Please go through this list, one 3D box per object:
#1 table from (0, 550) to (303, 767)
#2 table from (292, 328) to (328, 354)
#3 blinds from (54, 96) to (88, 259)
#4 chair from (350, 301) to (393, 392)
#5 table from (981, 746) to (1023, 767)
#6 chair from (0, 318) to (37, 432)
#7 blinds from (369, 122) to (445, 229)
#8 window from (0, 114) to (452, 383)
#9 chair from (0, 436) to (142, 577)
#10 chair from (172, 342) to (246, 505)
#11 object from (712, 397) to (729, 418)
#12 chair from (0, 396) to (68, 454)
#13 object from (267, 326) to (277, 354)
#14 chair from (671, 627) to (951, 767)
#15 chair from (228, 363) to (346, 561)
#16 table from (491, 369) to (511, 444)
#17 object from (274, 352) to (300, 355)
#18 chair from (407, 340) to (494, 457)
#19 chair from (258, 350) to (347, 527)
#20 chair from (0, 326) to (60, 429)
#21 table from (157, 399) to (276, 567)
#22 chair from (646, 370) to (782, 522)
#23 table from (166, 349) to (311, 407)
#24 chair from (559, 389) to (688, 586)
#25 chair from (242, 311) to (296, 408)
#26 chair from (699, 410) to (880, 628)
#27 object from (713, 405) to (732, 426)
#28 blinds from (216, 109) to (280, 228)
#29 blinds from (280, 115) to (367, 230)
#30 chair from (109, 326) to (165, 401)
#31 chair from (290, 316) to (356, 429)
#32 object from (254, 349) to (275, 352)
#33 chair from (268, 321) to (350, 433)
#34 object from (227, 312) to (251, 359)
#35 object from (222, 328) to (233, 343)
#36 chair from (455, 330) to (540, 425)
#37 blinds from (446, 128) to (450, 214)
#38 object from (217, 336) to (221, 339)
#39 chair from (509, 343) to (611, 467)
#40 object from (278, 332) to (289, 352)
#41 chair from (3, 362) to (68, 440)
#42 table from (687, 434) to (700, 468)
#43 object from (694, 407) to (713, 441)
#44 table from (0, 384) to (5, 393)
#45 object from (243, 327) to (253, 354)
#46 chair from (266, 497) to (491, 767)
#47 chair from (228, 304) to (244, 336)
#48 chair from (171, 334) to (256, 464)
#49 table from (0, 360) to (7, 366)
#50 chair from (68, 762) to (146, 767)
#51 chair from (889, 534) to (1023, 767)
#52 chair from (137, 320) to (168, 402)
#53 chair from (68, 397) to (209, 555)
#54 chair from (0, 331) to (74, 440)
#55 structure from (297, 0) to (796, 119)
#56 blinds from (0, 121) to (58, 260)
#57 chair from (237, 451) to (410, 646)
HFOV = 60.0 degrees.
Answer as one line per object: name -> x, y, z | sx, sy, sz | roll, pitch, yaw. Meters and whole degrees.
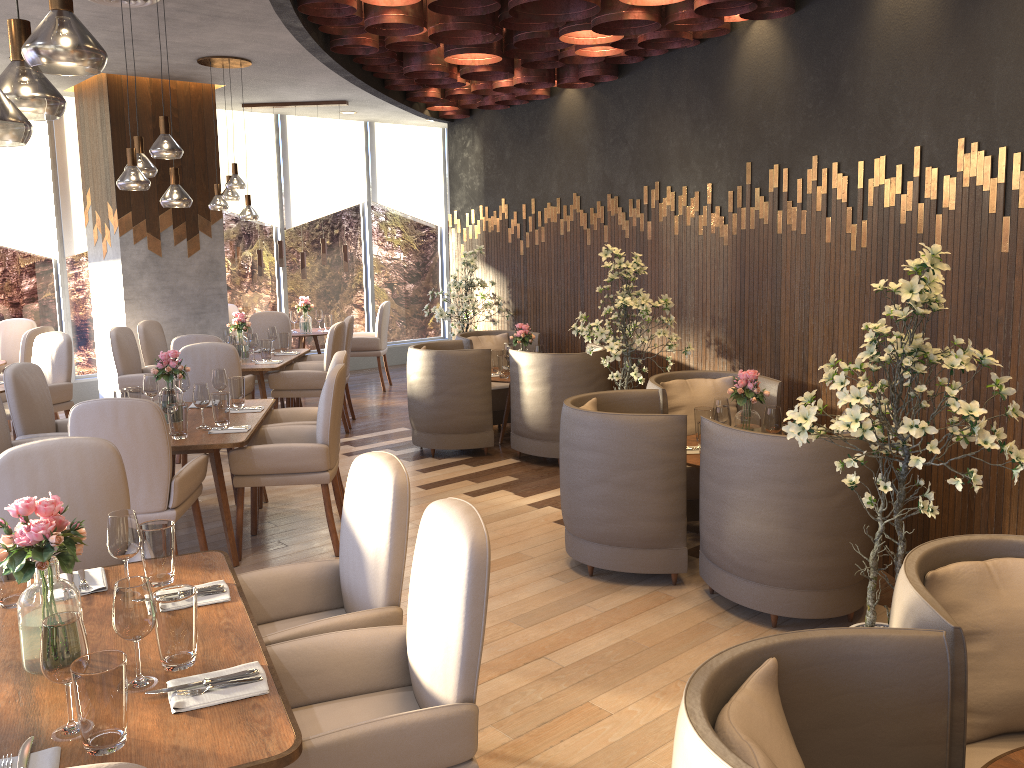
table -> -1.099, 0.996, 2.161 | 0.965, 0.663, 1.311 | -5, 10, -24
table -> -2.339, -0.270, 10.157 | 0.835, 0.659, 0.836 | 6, 11, 39
blinds -> -4.225, -2.697, 9.417 | 1.176, 2.669, 0.007 | -8, 10, -41
chair -> -1.672, -0.440, 10.075 | 0.600, 0.996, 0.530 | -1, 8, 2
table -> 1.225, 1.103, 1.520 | 0.834, 0.559, 0.837 | -2, 9, -2
chair -> -4.805, -0.099, 8.377 | 0.528, 0.996, 0.602 | 0, 8, 6
blinds -> -1.408, -3.422, 11.837 | 1.176, 2.669, 0.007 | -8, 10, -41
window -> -4.513, -1.020, 5.630 | 8.059, 3.185, 16.195 | -1, 9, 4
chair -> -1.443, 0.718, 2.892 | 0.529, 0.996, 0.601 | -5, 9, -27
chair -> -2.022, 0.250, 5.860 | 0.528, 0.996, 0.602 | -3, 8, -10
object -> 1.093, 0.196, 4.633 | 0.092, 0.243, 0.092 | 6, 10, 43
chair -> -2.519, 0.452, 4.675 | 0.600, 0.996, 0.530 | -3, 8, -10
object -> -2.196, -0.404, 8.122 | 0.092, 0.243, 0.092 | 6, 11, 44
chair -> 0.578, 0.971, 1.564 | 0.595, 0.834, 0.777 | 0, 8, 9
chair -> -1.193, 0.397, 4.843 | 0.600, 0.996, 0.530 | -2, 8, -5
table -> 0.102, 0.191, 7.302 | 0.835, 0.559, 0.836 | 6, 11, 41
object -> -2.060, -0.280, 8.038 | 0.255, 0.019, 0.158 | -1, 9, 3
chair -> -0.526, 0.112, 7.015 | 0.596, 0.834, 0.777 | -4, 9, -21
chair -> -1.286, 0.309, 5.401 | 0.600, 0.996, 0.530 | -3, 8, -12
chair -> -4.291, 0.003, 7.681 | 0.600, 0.996, 0.530 | 0, 8, 5
table -> -1.899, 0.543, 5.066 | 0.965, 0.663, 1.313 | -2, 9, -8
chair -> 1.114, 0.373, 5.188 | 0.774, 0.834, 0.598 | -3, 8, -11
table -> -2.373, 0.105, 7.830 | 0.964, 0.663, 1.313 | -1, 9, 0
chair -> 0.540, 0.501, 4.477 | 0.595, 0.834, 0.777 | -1, 8, -1
chair -> -2.391, -0.189, 8.617 | 0.528, 0.996, 0.602 | -2, 8, -3
chair -> 1.250, 0.583, 3.877 | 0.774, 0.834, 0.598 | -2, 8, -6
object -> 1.048, 0.231, 4.424 | 0.092, 0.243, 0.092 | 1, 8, 17
blinds -> -3.283, -3.141, 10.204 | 1.176, 2.669, 0.007 | -8, 10, -41
blinds -> -2.345, -3.270, 11.022 | 1.176, 2.669, 0.007 | -8, 10, -41
chair -> -3.030, 0.003, 7.517 | 0.600, 0.996, 0.530 | -2, 8, -3
chair -> -1.726, -0.116, 8.084 | 0.600, 0.996, 0.530 | -2, 8, -5
object -> -2.323, -0.315, 8.287 | 0.157, 0.019, 0.256 | -1, 9, -1
chair -> -1.704, -0.025, 7.519 | 0.600, 0.996, 0.530 | -1, 8, 2
object -> -2.386, -0.429, 7.789 | 0.210, 0.414, 0.198 | 3, 9, 26
object -> -2.568, -0.379, 8.013 | 0.092, 0.243, 0.092 | 3, 8, 26
chair -> -0.184, -0.034, 7.872 | 0.775, 0.834, 0.597 | -6, 9, -31
blinds -> -0.472, -3.639, 12.643 | 1.176, 2.669, 0.007 | -8, 10, -41
object -> -2.656, -0.334, 7.954 | 0.102, 0.177, 0.102 | 0, 8, 7
chair -> 0.421, 0.153, 6.640 | 0.775, 0.834, 0.597 | -5, 9, -26
object -> -2.105, -0.384, 8.188 | 0.102, 0.177, 0.102 | 3, 9, 28
chair -> -2.590, 0.363, 5.232 | 0.600, 0.996, 0.530 | -2, 8, -5
table -> 1.188, 0.613, 4.557 | 0.834, 0.559, 0.837 | -1, 9, 2
object -> 1.021, 0.217, 4.719 | 0.102, 0.177, 0.102 | -7, 10, -38
table -> -4.023, 0.372, 6.405 | 0.834, 0.659, 0.837 | 2, 9, 23
object -> -2.416, -0.402, 8.134 | 0.092, 0.243, 0.092 | -4, 8, -21
chair -> -0.360, 0.815, 2.151 | 0.600, 0.996, 0.530 | -4, 8, -22
chair -> -2.956, -0.423, 10.138 | 0.600, 0.996, 0.530 | -1, 8, 1
chair -> -2.350, 0.076, 6.976 | 0.528, 0.996, 0.602 | -1, 8, 2
table -> -4.890, 0.166, 7.791 | 0.834, 0.659, 0.837 | -4, 9, -21
chair -> -0.726, 0.945, 1.393 | 0.528, 0.996, 0.602 | -4, 8, -22
chair -> 1.269, 0.859, 2.165 | 0.774, 0.834, 0.598 | -1, 8, -1
chair -> -3.031, -0.088, 8.078 | 0.600, 0.996, 0.530 | -1, 8, 2
chair -> -1.765, 0.509, 4.224 | 0.528, 0.996, 0.602 | -2, 8, -5
chair -> -3.763, 0.116, 6.914 | 0.528, 0.996, 0.602 | 3, 9, 26
structure -> 0.343, -2.103, 4.107 | 2.755, 0.554, 9.493 | -3, 9, -11
blinds -> -5.161, -2.528, 8.605 | 1.176, 2.669, 0.007 | -8, 10, -41
chair -> -0.613, 0.738, 2.658 | 0.600, 0.996, 0.530 | -6, 9, -29
